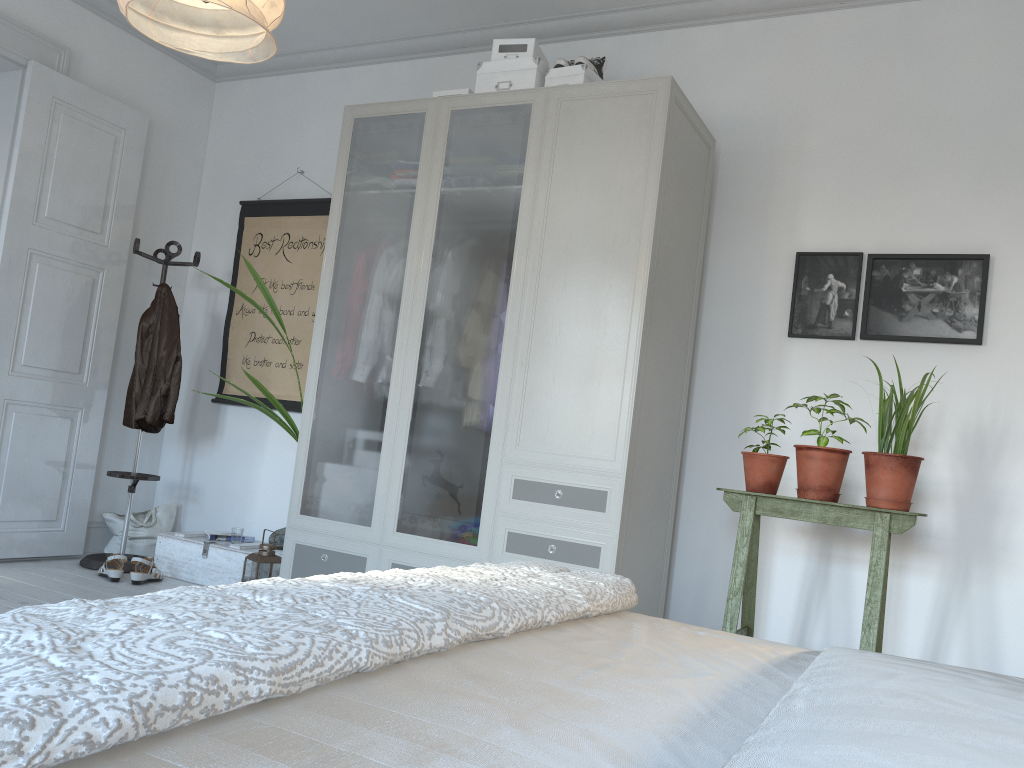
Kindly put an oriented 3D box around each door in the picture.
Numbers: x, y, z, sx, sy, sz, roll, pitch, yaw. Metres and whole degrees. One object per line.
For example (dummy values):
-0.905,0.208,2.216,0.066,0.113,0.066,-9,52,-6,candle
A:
-2.821,-0.516,3.584,0.577,2.502,2.603,5,-5,28,door

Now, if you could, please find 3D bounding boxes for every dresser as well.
-0.073,-0.018,3.613,1.431,2.160,0.632,5,-4,28,dresser

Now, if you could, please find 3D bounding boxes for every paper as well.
-1.431,0.770,4.480,0.222,0.031,0.175,10,-5,-30,paper

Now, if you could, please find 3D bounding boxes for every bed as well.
0.488,0.392,0.698,2.175,1.045,1.892,5,-5,28,bed

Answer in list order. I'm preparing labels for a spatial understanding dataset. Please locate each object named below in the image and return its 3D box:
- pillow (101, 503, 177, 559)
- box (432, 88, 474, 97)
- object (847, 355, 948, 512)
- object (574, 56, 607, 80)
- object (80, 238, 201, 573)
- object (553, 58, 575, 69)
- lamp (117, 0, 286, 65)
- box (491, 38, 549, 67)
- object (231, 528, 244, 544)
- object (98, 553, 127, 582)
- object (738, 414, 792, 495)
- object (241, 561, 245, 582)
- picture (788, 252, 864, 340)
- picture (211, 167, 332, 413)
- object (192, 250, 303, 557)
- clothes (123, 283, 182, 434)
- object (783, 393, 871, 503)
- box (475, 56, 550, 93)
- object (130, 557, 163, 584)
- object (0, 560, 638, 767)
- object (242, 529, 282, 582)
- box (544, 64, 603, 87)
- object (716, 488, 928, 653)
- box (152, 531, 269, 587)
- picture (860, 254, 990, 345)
-2.007,0.784,4.780,0.272,0.314,0.318,5,-5,28,pillow
-0.213,-1.164,3.804,0.180,0.107,0.223,5,-5,28,box
1.232,0.156,2.871,0.300,0.498,0.334,6,-4,11,object
0.320,-1.277,3.549,0.080,0.110,0.213,4,-5,34,object
-1.878,0.102,4.532,0.374,1.656,0.375,5,-4,35,object
0.228,-1.285,3.597,0.080,0.110,0.213,6,-5,21,object
-0.582,-1.339,1.888,0.339,1.229,0.340,9,-4,-31,lamp
0.035,-1.341,3.710,0.180,0.107,0.225,6,-5,18,box
-1.339,0.744,4.316,0.060,0.081,0.060,8,-4,-7,object
-1.880,0.847,4.172,0.099,0.125,0.272,9,-5,-30,object
0.867,0.240,3.076,0.194,0.277,0.177,7,-4,-5,object
-1.168,0.890,3.984,0.100,0.180,0.100,7,-4,-2,object
1.229,-0.348,3.479,0.250,0.341,0.022,5,-4,28,picture
-1.219,-0.517,4.747,0.792,1.311,0.057,5,-4,28,picture
-1.040,0.222,4.088,1.045,1.552,0.289,10,-4,-33,object
-1.795,-0.133,4.499,0.237,0.769,0.211,9,-4,-29,clothes
1.043,0.205,2.969,0.258,0.369,0.235,4,-5,40,object
0.034,-1.191,3.680,0.281,0.199,0.286,5,-5,28,box
-1.714,0.869,4.187,0.099,0.125,0.273,7,-4,0,object
-0.248,0.295,1.099,0.404,0.104,1.463,5,-5,28,object
-1.072,0.808,3.831,0.132,0.351,0.137,10,-5,-40,object
0.259,-1.152,3.560,0.182,0.158,0.227,4,-5,33,box
0.980,0.774,2.957,0.670,0.773,0.432,5,-4,28,object
-1.418,0.876,4.415,0.641,0.218,0.377,5,-5,28,box
1.536,-0.320,3.312,0.414,0.329,0.037,5,-4,28,picture
